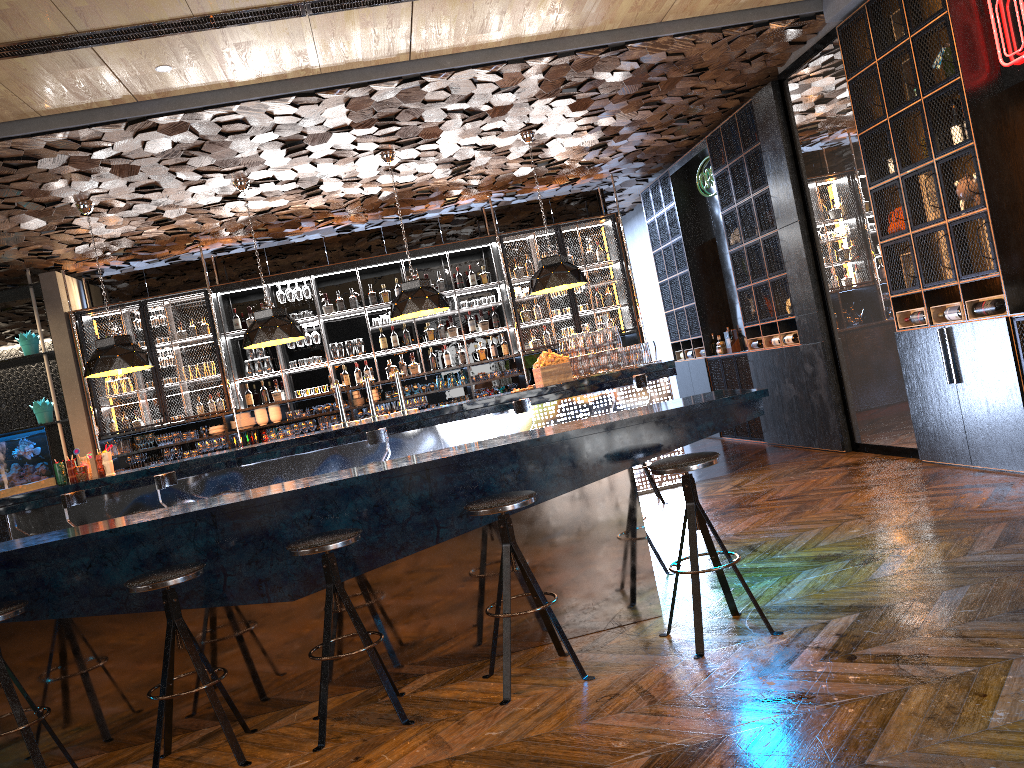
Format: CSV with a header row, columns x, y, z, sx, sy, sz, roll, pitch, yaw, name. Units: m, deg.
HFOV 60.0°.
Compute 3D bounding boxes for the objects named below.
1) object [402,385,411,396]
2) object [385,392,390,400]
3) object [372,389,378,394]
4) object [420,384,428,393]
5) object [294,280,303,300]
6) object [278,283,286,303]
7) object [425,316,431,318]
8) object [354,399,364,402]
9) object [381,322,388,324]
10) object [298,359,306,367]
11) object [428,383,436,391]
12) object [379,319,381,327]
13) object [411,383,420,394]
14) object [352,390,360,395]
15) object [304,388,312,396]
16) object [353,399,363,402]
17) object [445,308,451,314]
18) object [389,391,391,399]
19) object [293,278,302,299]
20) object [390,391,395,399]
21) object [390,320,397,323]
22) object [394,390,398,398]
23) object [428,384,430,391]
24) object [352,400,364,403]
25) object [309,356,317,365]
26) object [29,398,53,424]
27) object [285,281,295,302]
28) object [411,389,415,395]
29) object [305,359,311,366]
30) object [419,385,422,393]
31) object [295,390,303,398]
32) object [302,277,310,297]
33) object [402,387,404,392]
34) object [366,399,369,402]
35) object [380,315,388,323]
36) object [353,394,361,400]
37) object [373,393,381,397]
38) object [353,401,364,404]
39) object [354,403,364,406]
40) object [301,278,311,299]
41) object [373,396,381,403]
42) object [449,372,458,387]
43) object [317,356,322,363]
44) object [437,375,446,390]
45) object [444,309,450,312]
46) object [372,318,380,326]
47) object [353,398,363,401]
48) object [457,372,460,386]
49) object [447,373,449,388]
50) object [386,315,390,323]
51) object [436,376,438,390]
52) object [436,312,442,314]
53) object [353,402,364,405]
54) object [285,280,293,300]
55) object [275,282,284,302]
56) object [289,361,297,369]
x,y,z,sx,sy,sz,roll,pitch,yaw,name
-1.290,0.083,10.905,0.100,0.125,0.100,-11,1,31,object
-1.520,0.144,10.837,0.058,0.099,0.067,-11,1,38,object
-1.692,0.102,10.887,0.094,0.068,0.106,-12,0,-8,object
-1.082,0.055,10.910,0.098,0.097,0.098,-12,1,-28,object
-2.654,-1.166,11.007,0.092,0.244,0.092,-11,1,43,object
-2.857,-1.125,10.979,0.092,0.244,0.092,-11,1,43,object
-1.072,-0.895,11.247,0.089,0.092,0.089,-11,1,32,object
-1.884,0.213,10.881,0.149,0.026,0.148,-12,0,-1,object
-1.588,-0.788,10.997,0.089,0.092,0.089,-12,1,-36,object
-2.573,-0.255,10.886,0.089,0.092,0.089,-12,1,-29,object
-0.981,0.034,10.918,0.098,0.097,0.098,-11,1,26,object
-1.686,-0.769,11.155,0.089,0.092,0.089,-12,1,-36,object
-1.182,0.061,10.921,0.108,0.126,0.108,-11,1,27,object
-1.913,0.119,10.878,0.094,0.069,0.106,-12,0,-2,object
-2.489,0.102,10.855,0.089,0.092,0.089,-12,1,-44,object
-1.888,0.204,10.881,0.149,0.025,0.149,-11,1,45,object
-0.819,-0.947,11.273,0.089,0.092,0.089,-12,1,-33,object
-1.523,0.143,11.003,0.058,0.099,0.067,-12,0,-5,object
-2.632,-1.169,10.843,0.092,0.244,0.092,-11,1,43,object
-1.467,0.133,10.884,0.067,0.099,0.058,-11,1,28,object
-1.481,-0.810,11.050,0.089,0.092,0.089,-12,1,-18,object
-1.442,0.127,10.992,0.058,0.099,0.067,-11,0,5,object
-0.998,0.037,11.024,0.098,0.097,0.098,-11,0,17,object
-1.884,0.223,10.881,0.149,0.024,0.149,-12,0,-8,object
-2.426,-0.284,10.844,0.089,0.092,0.089,-12,1,-23,object
-5.518,0.319,10.439,0.265,0.325,0.245,-12,0,-14,object
-2.750,-1.147,10.993,0.092,0.244,0.092,-11,1,43,object
-1.214,0.065,11.158,0.108,0.126,0.108,-12,1,-36,object
-2.520,-0.267,11.006,0.089,0.092,0.089,-11,1,24,object
-1.121,0.061,11.189,0.098,0.097,0.098,-12,0,-16,object
-2.606,0.126,10.852,0.089,0.092,0.089,-12,1,-36,object
-2.531,-1.190,10.857,0.092,0.244,0.092,-11,1,43,object
-1.323,0.088,11.143,0.100,0.125,0.100,-11,0,6,object
-1.737,0.202,10.980,0.094,0.067,0.106,-11,1,45,object
-1.592,-0.807,10.997,0.089,0.092,0.089,-11,1,34,object
-1.894,0.161,10.879,0.107,0.070,0.094,-11,1,23,object
-1.682,0.146,10.898,0.094,0.069,0.106,-11,1,34,object
-1.881,0.235,10.882,0.149,0.023,0.149,-12,1,-23,object
-1.877,0.256,10.882,0.149,0.022,0.149,-12,1,-39,object
-2.553,-1.187,11.020,0.092,0.244,0.092,-11,1,43,object
-1.670,0.189,10.895,0.106,0.067,0.094,-12,1,-19,object
-0.736,-0.054,10.920,0.115,0.172,0.101,-12,1,-23,object
-2.404,-0.290,11.029,0.089,0.092,0.089,-12,1,-23,object
-0.875,-0.025,10.910,0.115,0.172,0.101,-11,1,22,object
-0.824,-0.945,11.132,0.089,0.092,0.089,-11,1,37,object
-1.687,-0.767,10.990,0.089,0.092,0.089,-11,1,18,object
-1.892,0.193,10.881,0.149,0.026,0.148,-12,0,-1,object
-0.642,-0.075,11.187,0.115,0.172,0.101,-11,0,2,object
-0.757,-0.050,11.046,0.101,0.172,0.115,-11,1,22,object
-1.582,-0.811,11.157,0.089,0.092,0.089,-11,1,18,object
-0.896,-0.022,11.029,0.115,0.172,0.101,-11,0,2,object
-0.915,-0.926,11.085,0.089,0.092,0.089,-12,1,-44,object
-1.879,0.246,10.882,0.149,0.023,0.149,-12,1,-39,object
-2.728,-1.150,10.830,0.092,0.244,0.092,-11,1,43,object
-2.835,-1.128,10.815,0.092,0.244,0.092,-11,1,43,object
-2.690,-0.231,10.914,0.089,0.092,0.089,-12,1,-29,object
